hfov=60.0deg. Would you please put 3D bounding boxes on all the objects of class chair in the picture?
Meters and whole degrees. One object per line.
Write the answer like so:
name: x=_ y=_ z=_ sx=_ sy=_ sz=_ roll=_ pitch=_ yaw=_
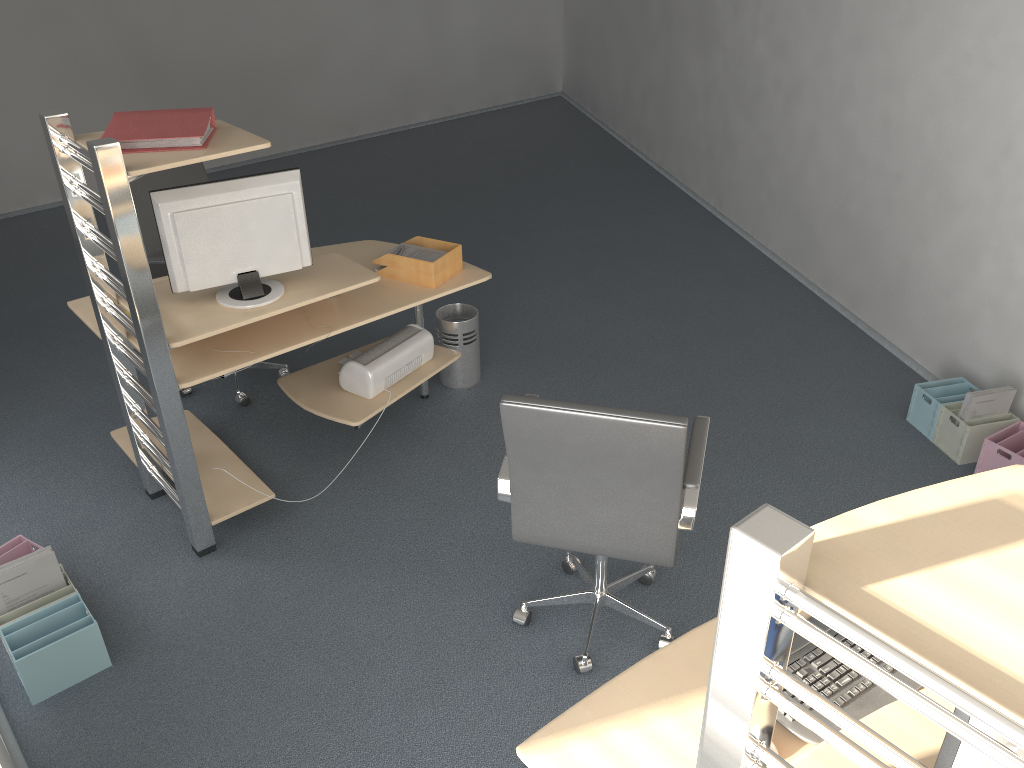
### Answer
chair: x=-1.412 y=-0.473 z=4.243 sx=0.652 sy=1.048 sz=0.584 roll=20 pitch=36 yaw=30
chair: x=0.291 y=0.362 z=2.794 sx=0.584 sy=1.048 sz=0.652 roll=7 pitch=32 yaw=13

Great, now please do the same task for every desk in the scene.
desk: x=-0.946 y=-0.444 z=3.675 sx=1.469 sy=1.566 sz=0.967 roll=-24 pitch=38 yaw=-34
desk: x=0.875 y=0.620 z=1.840 sx=1.469 sy=1.566 sz=0.967 roll=-24 pitch=38 yaw=-34

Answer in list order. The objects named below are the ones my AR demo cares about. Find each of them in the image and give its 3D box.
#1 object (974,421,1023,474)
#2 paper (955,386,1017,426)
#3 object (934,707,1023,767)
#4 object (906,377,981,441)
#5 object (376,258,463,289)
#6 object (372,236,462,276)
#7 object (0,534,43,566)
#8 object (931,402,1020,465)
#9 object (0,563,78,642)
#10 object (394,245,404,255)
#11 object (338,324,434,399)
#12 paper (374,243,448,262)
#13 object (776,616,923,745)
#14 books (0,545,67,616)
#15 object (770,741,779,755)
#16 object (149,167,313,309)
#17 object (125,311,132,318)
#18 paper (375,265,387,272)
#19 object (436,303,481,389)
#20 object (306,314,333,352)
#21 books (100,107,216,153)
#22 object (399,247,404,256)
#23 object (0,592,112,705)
object: x=2.089 y=0.315 z=3.670 sx=0.245 sy=0.202 sz=0.185 roll=-18 pitch=35 yaw=-27
paper: x=2.010 y=0.154 z=3.805 sx=0.220 sy=0.306 sz=0.068 roll=-8 pitch=31 yaw=-11
object: x=0.831 y=0.546 z=1.344 sx=0.516 sy=0.418 sz=0.245 roll=-15 pitch=33 yaw=-22
object: x=1.963 y=0.116 z=4.008 sx=0.245 sy=0.202 sz=0.185 roll=-8 pitch=31 yaw=-12
object: x=-0.403 y=-0.506 z=3.804 sx=0.309 sy=0.060 sz=0.225 roll=15 pitch=34 yaw=25
object: x=-0.403 y=-0.554 z=3.775 sx=0.309 sy=0.060 sz=0.225 roll=15 pitch=34 yaw=25
object: x=-1.755 y=0.705 z=3.115 sx=0.185 sy=0.202 sz=0.245 roll=17 pitch=35 yaw=27
object: x=2.008 y=0.207 z=3.853 sx=0.245 sy=0.202 sz=0.185 roll=-8 pitch=31 yaw=-12
object: x=-1.587 y=0.782 z=2.982 sx=0.245 sy=0.202 sz=0.185 roll=-24 pitch=38 yaw=-34
object: x=-0.494 y=-0.572 z=3.823 sx=0.008 sy=0.009 sz=0.159 roll=6 pitch=31 yaw=12
object: x=-0.614 y=-0.134 z=3.964 sx=0.351 sy=0.162 sz=0.438 roll=18 pitch=36 yaw=29
paper: x=-0.404 y=-0.540 z=3.784 sx=0.297 sy=0.010 sz=0.210 roll=15 pitch=34 yaw=25
object: x=0.873 y=0.741 z=1.755 sx=0.478 sy=0.082 sz=0.814 roll=-19 pitch=35 yaw=-28
books: x=-1.597 y=0.715 z=2.956 sx=0.220 sy=0.306 sz=0.068 roll=-24 pitch=38 yaw=-33
object: x=0.633 y=0.867 z=1.545 sx=0.168 sy=0.088 sz=0.742 roll=-23 pitch=37 yaw=-32
object: x=-0.977 y=-0.508 z=3.162 sx=0.516 sy=0.418 sz=0.245 roll=-10 pitch=32 yaw=-16
object: x=-1.493 y=-0.288 z=3.497 sx=0.132 sy=0.026 sz=0.132 roll=-24 pitch=38 yaw=-34
paper: x=-0.403 y=-0.496 z=3.810 sx=0.297 sy=0.019 sz=0.210 roll=15 pitch=34 yaw=25
object: x=-0.264 y=-0.184 z=4.398 sx=0.208 sy=0.377 sz=0.208 roll=1 pitch=31 yaw=3
object: x=-0.908 y=-0.329 z=3.600 sx=0.478 sy=0.082 sz=0.814 roll=-19 pitch=35 yaw=-28
books: x=-1.158 y=-0.835 z=2.911 sx=0.320 sy=0.072 sz=0.262 roll=-5 pitch=31 yaw=-7
object: x=-0.479 y=-0.558 z=3.800 sx=0.008 sy=0.009 sz=0.159 roll=2 pitch=31 yaw=4
object: x=-1.467 y=0.852 z=2.860 sx=0.245 sy=0.202 sz=0.185 roll=-24 pitch=38 yaw=-34
